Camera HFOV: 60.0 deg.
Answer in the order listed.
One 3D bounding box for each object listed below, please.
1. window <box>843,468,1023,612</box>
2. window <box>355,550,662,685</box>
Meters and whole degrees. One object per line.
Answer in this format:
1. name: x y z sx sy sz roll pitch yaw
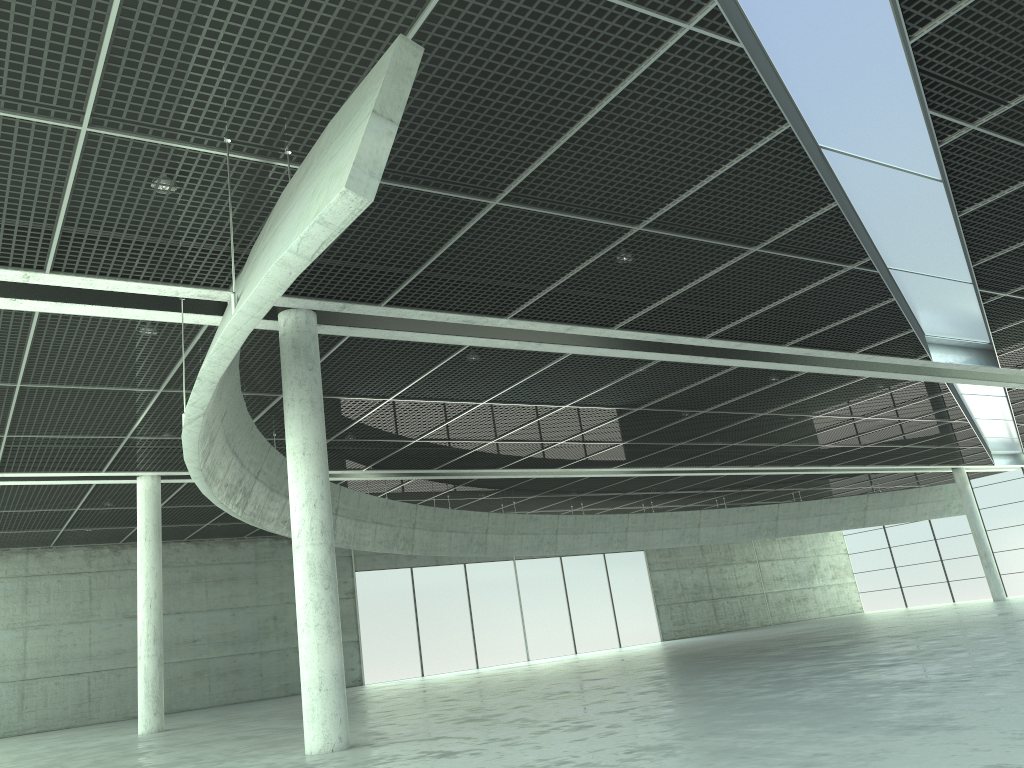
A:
1. window: 26.197 5.531 46.945 100.724 16.073 99.676 3 -21 -32
2. window: 0.879 24.227 85.594 33.508 10.657 0.159 3 -21 -32
